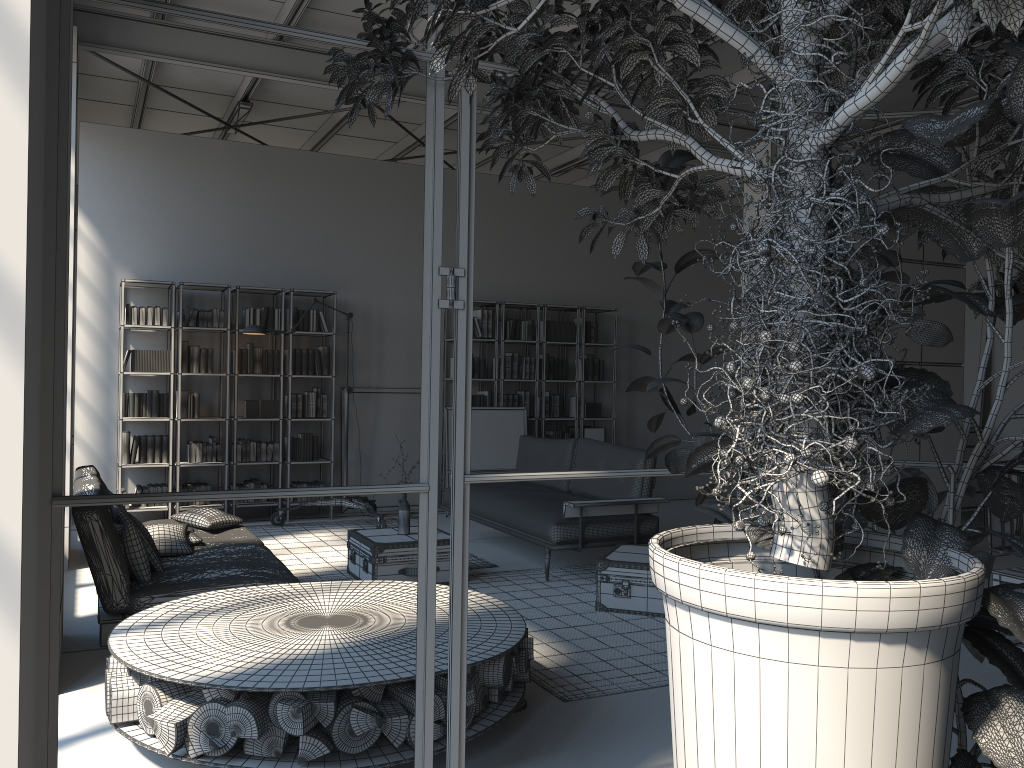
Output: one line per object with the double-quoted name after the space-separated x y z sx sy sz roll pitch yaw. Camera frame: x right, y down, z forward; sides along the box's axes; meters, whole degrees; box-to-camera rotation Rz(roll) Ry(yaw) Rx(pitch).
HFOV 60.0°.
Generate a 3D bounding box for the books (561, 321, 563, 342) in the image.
0.522 -0.588 10.018 0.016 0.240 0.182 1 0 -26 "books"

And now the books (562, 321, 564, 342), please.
0.536 -0.588 10.025 0.016 0.240 0.182 1 0 -26 "books"

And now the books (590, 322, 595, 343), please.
0.883 -0.590 10.243 0.054 0.248 0.180 1 0 -26 "books"

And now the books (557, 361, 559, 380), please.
0.488 -0.150 10.131 0.022 0.227 0.165 1 0 -26 "books"

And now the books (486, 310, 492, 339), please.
-0.308 -0.651 9.696 0.056 0.315 0.317 1 0 -26 "books"

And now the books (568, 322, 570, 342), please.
0.607 -0.586 10.059 0.016 0.240 0.182 1 0 -26 "books"

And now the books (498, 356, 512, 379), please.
-0.084 -0.181 9.796 0.091 0.265 0.193 1 0 -26 "books"

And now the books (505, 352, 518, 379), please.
-0.011 -0.201 9.853 0.071 0.303 0.222 1 0 -26 "books"

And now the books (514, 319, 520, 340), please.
0.034 -0.596 9.875 0.057 0.242 0.178 1 0 -26 "books"

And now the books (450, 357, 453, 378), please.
-0.613 -0.172 9.593 0.057 0.242 0.178 1 0 -26 "books"

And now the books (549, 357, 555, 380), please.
0.408 -0.171 10.119 0.091 0.266 0.195 1 0 -26 "books"

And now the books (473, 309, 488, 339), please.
-0.364 -0.651 9.669 0.068 0.318 0.319 1 0 -26 "books"

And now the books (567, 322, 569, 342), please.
0.593 -0.587 10.052 0.016 0.240 0.182 1 0 -26 "books"

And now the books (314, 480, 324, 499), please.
-1.955 1.077 8.964 0.047 0.184 0.271 1 0 -26 "books"

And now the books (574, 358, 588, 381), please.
0.793 -0.166 10.179 0.084 0.268 0.195 1 0 -25 "books"

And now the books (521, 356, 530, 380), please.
0.129 -0.177 9.898 0.062 0.265 0.193 1 0 -26 "books"

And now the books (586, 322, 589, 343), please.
0.816 -0.586 10.217 0.030 0.241 0.194 1 0 -29 "books"

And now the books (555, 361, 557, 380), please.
0.469 -0.150 10.121 0.022 0.227 0.165 1 0 -26 "books"

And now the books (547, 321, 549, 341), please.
0.366 -0.591 9.943 0.016 0.240 0.182 1 0 -26 "books"

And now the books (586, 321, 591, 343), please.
0.845 -0.595 10.230 0.027 0.258 0.189 1 0 -26 "books"

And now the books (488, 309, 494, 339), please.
-0.263 -0.652 9.700 0.027 0.326 0.272 1 0 -26 "books"

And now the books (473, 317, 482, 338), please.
-0.402 -0.606 9.555 0.107 0.229 0.184 1 0 -26 "books"

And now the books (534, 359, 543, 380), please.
0.291 -0.162 10.072 0.057 0.244 0.180 1 0 -26 "books"

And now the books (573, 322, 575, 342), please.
0.663 -0.586 10.086 0.016 0.240 0.182 1 0 -26 "books"

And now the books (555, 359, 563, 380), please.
0.518 -0.158 10.169 0.057 0.244 0.180 1 0 -26 "books"

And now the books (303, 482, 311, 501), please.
-2.063 1.079 8.896 0.040 0.176 0.242 1 0 -26 "books"

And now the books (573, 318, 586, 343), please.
0.770 -0.613 10.197 0.048 0.299 0.243 1 0 -26 "books"

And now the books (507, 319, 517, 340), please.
-0.017 -0.596 9.829 0.077 0.244 0.178 1 0 -27 "books"

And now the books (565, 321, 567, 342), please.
0.564 -0.587 10.039 0.016 0.240 0.182 1 0 -26 "books"

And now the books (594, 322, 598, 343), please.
0.929 -0.587 10.258 0.029 0.243 0.168 1 0 -31 "books"

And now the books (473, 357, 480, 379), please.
-0.418 -0.169 9.686 0.083 0.242 0.178 1 0 -26 "books"

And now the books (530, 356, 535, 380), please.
0.182 -0.177 9.937 0.062 0.265 0.193 1 0 -26 "books"

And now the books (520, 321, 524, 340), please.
0.077 -0.586 9.894 0.035 0.229 0.196 1 0 -26 "books"

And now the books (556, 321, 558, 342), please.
0.465 -0.589 9.991 0.016 0.240 0.182 1 0 -26 "books"

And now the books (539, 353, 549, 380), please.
0.361 -0.193 10.058 0.038 0.304 0.224 1 0 -26 "books"

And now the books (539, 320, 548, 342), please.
0.352 -0.591 9.936 0.016 0.240 0.182 1 0 -26 "books"

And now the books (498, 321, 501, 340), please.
-0.168 -0.583 9.776 0.043 0.213 0.154 1 0 -26 "books"

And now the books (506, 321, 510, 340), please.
-0.078 -0.586 9.820 0.039 0.222 0.161 1 0 -26 "books"

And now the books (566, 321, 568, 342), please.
0.579 -0.587 10.045 0.016 0.240 0.182 1 0 -26 "books"

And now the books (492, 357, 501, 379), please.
-0.160 -0.171 9.763 0.057 0.244 0.178 1 0 -26 "books"

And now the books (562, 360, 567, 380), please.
0.566 -0.157 10.204 0.057 0.244 0.180 1 0 -26 "books"

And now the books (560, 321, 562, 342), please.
0.508 -0.588 10.011 0.016 0.240 0.182 1 0 -26 "books"

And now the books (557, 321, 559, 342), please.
0.479 -0.589 9.998 0.016 0.240 0.182 1 0 -26 "books"

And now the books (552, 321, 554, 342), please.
0.423 -0.590 9.971 0.016 0.240 0.182 1 0 -26 "books"

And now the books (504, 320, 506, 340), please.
-0.104 -0.587 9.807 0.019 0.224 0.168 1 0 -26 "books"

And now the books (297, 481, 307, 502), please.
-2.110 1.075 8.883 0.056 0.185 0.260 1 0 -26 "books"

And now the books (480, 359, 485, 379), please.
-0.350 -0.158 9.716 0.052 0.223 0.164 1 0 -26 "books"

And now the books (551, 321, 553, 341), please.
0.409 -0.590 9.964 0.016 0.240 0.182 1 0 -26 "books"

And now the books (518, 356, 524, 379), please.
0.055 -0.177 9.886 0.084 0.267 0.193 1 0 -25 "books"

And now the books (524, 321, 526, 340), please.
0.103 -0.587 9.907 0.023 0.232 0.187 1 0 -26 "books"

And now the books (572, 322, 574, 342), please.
0.649 -0.586 10.080 0.016 0.240 0.182 1 0 -26 "books"

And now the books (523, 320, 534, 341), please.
0.175 -0.594 9.943 0.083 0.242 0.178 1 0 -26 "books"

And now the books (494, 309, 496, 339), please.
-0.236 -0.650 9.725 0.033 0.326 0.303 1 0 -26 "books"

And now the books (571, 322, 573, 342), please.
0.635 -0.586 10.073 0.016 0.240 0.182 1 0 -26 "books"

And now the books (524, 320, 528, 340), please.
0.125 -0.590 9.918 0.027 0.238 0.180 1 0 -26 "books"

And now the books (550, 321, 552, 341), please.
0.395 -0.590 9.957 0.016 0.240 0.182 1 0 -26 "books"

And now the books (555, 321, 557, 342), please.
0.451 -0.589 9.984 0.016 0.240 0.182 1 0 -26 "books"

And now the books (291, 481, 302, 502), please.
-2.158 1.074 8.866 0.047 0.184 0.271 1 0 -26 "books"
